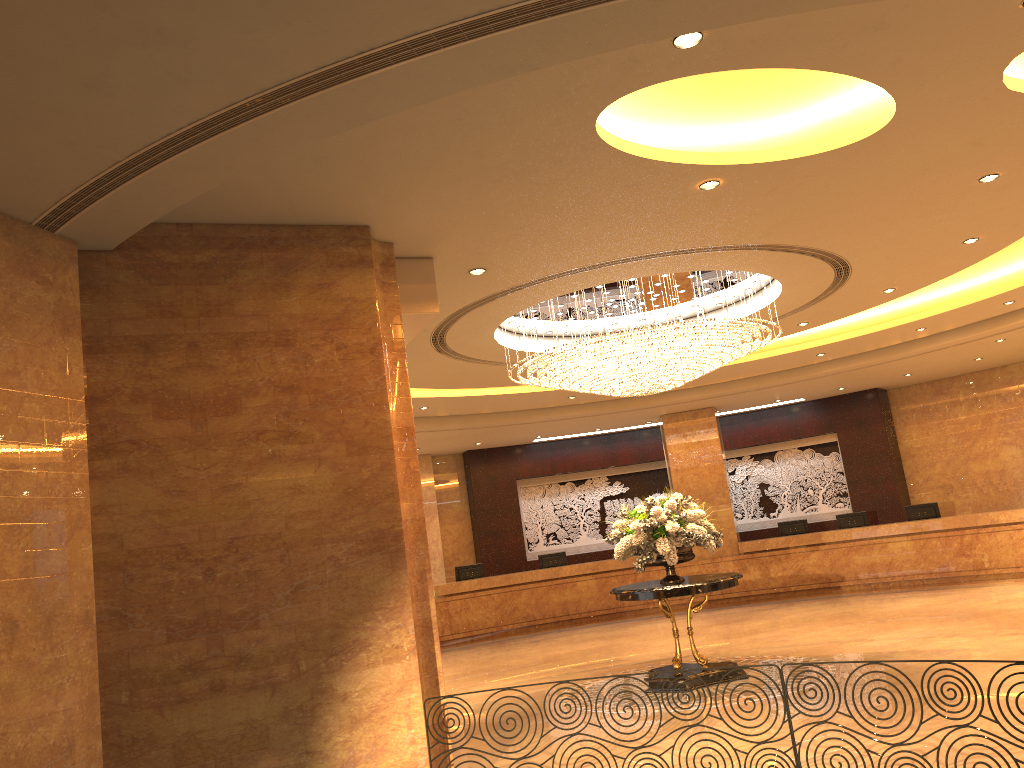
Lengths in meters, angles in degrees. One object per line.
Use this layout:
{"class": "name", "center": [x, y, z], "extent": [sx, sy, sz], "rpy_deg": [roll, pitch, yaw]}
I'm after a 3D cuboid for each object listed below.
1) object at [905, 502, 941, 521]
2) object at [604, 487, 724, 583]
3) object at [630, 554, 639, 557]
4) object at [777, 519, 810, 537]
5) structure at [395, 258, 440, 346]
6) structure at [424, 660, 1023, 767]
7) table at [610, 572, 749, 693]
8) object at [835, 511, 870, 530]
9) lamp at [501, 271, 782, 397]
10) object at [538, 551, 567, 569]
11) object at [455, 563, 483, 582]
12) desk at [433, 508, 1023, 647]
{"class": "object", "center": [7.864, 2.539, 16.934], "extent": [0.430, 0.500, 0.531], "rpy_deg": [-5, -11, -15]}
{"class": "object", "center": [1.740, 1.740, 10.087], "extent": [1.277, 0.999, 1.318], "rpy_deg": [-9, -10, 7]}
{"class": "object", "center": [2.766, 3.576, 18.814], "extent": [0.531, 0.500, 0.430], "rpy_deg": [-16, -13, 38]}
{"class": "object", "center": [5.784, 3.046, 18.164], "extent": [0.430, 0.500, 0.531], "rpy_deg": [-3, -11, -26]}
{"class": "structure", "center": [-1.583, -0.371, 9.172], "extent": [0.425, 0.483, 4.113], "rpy_deg": [-3, -11, -23]}
{"class": "structure", "center": [1.579, 1.673, 2.328], "extent": [3.815, 0.995, 7.624], "rpy_deg": [-7, -10, -5]}
{"class": "table", "center": [1.908, 2.749, 9.884], "extent": [1.493, 1.089, 1.493], "rpy_deg": [-2, -12, -29]}
{"class": "object", "center": [6.798, 2.816, 17.660], "extent": [0.430, 0.500, 0.531], "rpy_deg": [-4, -11, -20]}
{"class": "lamp", "center": [1.520, -0.461, 10.486], "extent": [3.206, 1.196, 3.204], "rpy_deg": [-10, -10, 13]}
{"class": "object", "center": [0.866, 3.808, 18.656], "extent": [0.531, 0.500, 0.430], "rpy_deg": [-13, -11, 27]}
{"class": "object", "center": [-0.868, 3.954, 18.149], "extent": [0.531, 0.500, 0.430], "rpy_deg": [-10, -10, 14]}
{"class": "desk", "center": [4.042, 3.789, 17.430], "extent": [12.951, 1.155, 3.466], "rpy_deg": [-10, -10, 11]}
